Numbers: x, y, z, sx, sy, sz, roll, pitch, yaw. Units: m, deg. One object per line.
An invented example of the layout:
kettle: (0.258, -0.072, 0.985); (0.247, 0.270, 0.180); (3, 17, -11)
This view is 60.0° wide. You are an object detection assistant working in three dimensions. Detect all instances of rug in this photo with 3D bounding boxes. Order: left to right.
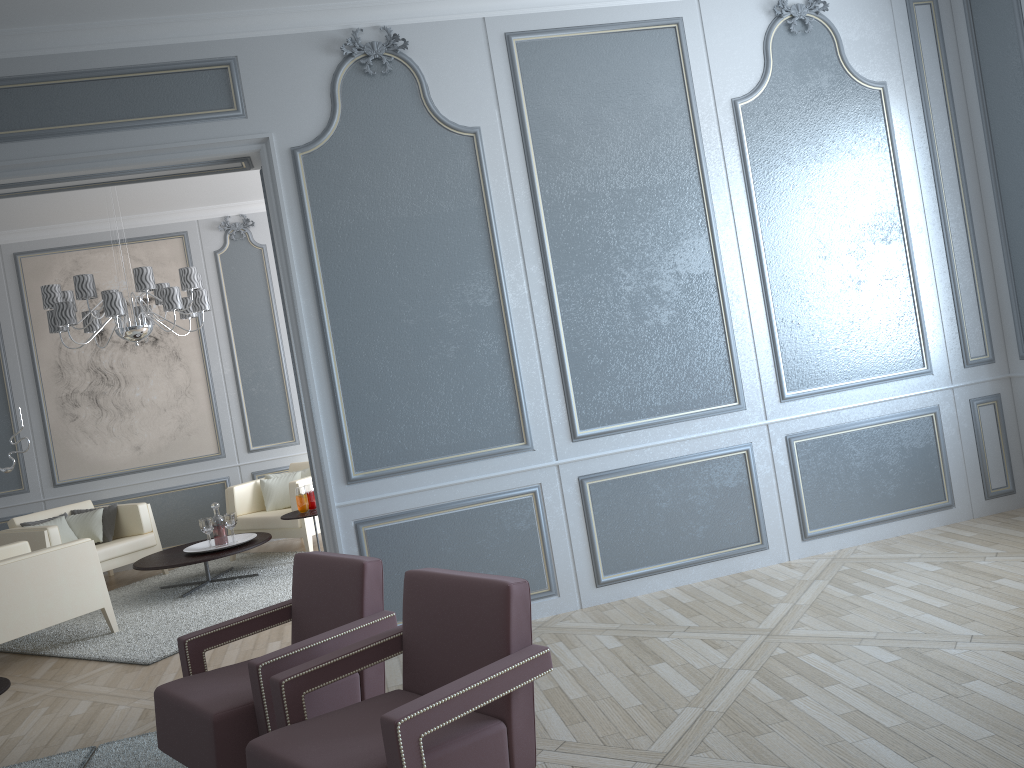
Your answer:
rug: (-1.190, 1.317, 1.668); (2.019, 0.010, 3.203); (-10, 2, -12)
rug: (-2.005, 1.333, 5.586); (1.998, 0.010, 2.003); (-8, 2, 33)

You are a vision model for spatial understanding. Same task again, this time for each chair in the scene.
chair: (-2.780, 1.174, 4.862); (0.854, 0.620, 0.738); (-9, 2, 33)
chair: (-3.077, 1.180, 6.304); (0.736, 0.620, 0.856); (-9, 2, 33)
chair: (-0.715, 0.891, 2.680); (0.607, 0.620, 0.575); (-11, 2, -42)
chair: (-1.587, 0.922, 6.617); (0.854, 0.620, 0.738); (-9, 2, 33)
chair: (-0.277, 0.834, 2.136); (0.607, 0.620, 0.575); (-11, 2, -42)

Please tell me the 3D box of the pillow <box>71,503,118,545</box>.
pillow: (-3.054, 1.038, 6.454); (0.351, 0.276, 0.184); (-9, 1, 4)

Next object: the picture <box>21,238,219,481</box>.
picture: (-3.081, -0.210, 7.000); (1.200, 1.751, 0.001); (-10, 1, -12)

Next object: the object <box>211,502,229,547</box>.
object: (-1.941, 0.927, 5.865); (0.086, 0.290, 0.086); (-9, 1, 9)

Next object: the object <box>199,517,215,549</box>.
object: (-2.018, 0.987, 5.873); (0.080, 0.196, 0.080); (-10, 1, -29)

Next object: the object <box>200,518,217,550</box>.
object: (-1.976, 0.983, 5.785); (0.080, 0.196, 0.080); (-10, 1, -9)

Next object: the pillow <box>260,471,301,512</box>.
pillow: (-1.717, 0.809, 6.658); (0.312, 0.245, 0.163); (-10, 1, -17)

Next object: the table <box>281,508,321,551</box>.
table: (-1.266, 1.015, 5.776); (0.414, 0.385, 0.415); (-9, 2, 36)

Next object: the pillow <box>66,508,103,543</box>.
pillow: (-3.093, 1.047, 6.375); (0.312, 0.245, 0.163); (-10, 1, -7)

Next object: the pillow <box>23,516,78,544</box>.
pillow: (-3.205, 1.071, 6.193); (0.163, 0.245, 0.312); (-9, 1, 23)

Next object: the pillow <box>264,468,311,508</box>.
pillow: (-1.692, 0.803, 6.743); (0.351, 0.276, 0.184); (-10, 1, -6)

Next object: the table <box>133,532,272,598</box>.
table: (-2.028, 1.212, 5.888); (0.883, 0.239, 0.882); (-10, 2, -14)

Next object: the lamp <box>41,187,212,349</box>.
lamp: (-2.525, -0.795, 5.738); (0.977, 1.119, 0.975); (-10, 1, -23)

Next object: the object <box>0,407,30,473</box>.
object: (-3.706, 0.896, 6.332); (0.446, 1.386, 0.447); (-9, 1, 33)

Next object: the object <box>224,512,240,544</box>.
object: (-1.864, 0.960, 5.915); (0.080, 0.196, 0.080); (-10, 1, -29)

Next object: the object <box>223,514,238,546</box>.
object: (-1.847, 0.959, 5.833); (0.080, 0.196, 0.080); (-10, 1, -29)

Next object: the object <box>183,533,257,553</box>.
object: (-1.922, 1.060, 5.855); (0.468, 0.028, 0.468); (-9, 2, 1)

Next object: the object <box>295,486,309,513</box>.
object: (-1.367, 0.753, 5.773); (0.075, 0.165, 0.075); (-10, 1, -22)

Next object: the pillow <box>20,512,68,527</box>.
pillow: (-3.253, 1.077, 6.266); (0.184, 0.276, 0.351); (-9, 2, 34)

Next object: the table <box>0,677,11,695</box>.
table: (-1.763, 1.180, 2.759); (0.414, 0.385, 0.414); (-10, 1, -24)

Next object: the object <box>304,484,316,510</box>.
object: (-1.329, 0.744, 5.850); (0.075, 0.165, 0.075); (-9, 1, 38)
